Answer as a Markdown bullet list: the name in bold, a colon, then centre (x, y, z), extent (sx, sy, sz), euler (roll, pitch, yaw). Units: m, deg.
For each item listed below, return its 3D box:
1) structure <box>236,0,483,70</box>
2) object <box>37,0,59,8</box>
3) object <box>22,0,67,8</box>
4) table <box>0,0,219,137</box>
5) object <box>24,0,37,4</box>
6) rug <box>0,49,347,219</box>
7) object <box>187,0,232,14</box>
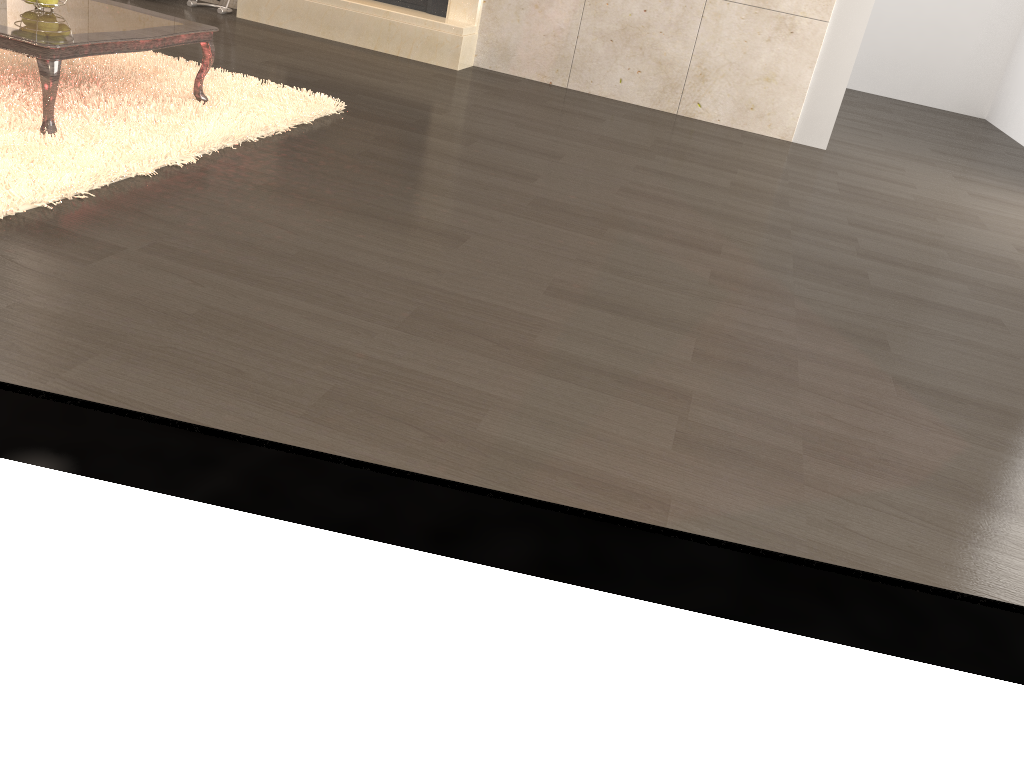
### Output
- **structure**: centre (-0.843, -2.832, 5.513), extent (1.534, 1.285, 0.610), euler (17, 24, 11)
- **object**: centre (-1.578, -1.311, 2.989), extent (0.069, 0.061, 0.070), euler (-4, 30, -30)
- **object**: centre (-1.599, -1.342, 2.999), extent (0.234, 0.114, 0.243), euler (-5, 31, -30)
- **table**: centre (-1.656, -1.160, 3.083), extent (0.909, 0.290, 0.950), euler (16, 27, 9)
- **object**: centre (-1.640, -1.322, 2.998), extent (0.055, 0.052, 0.056), euler (22, 27, 20)
- **rug**: centre (-1.672, -1.023, 3.121), extent (1.517, 0.064, 2.075), euler (17, 28, 10)
- **object**: centre (-1.883, -2.747, 5.626), extent (0.265, 0.669, 0.225), euler (16, 24, 10)
